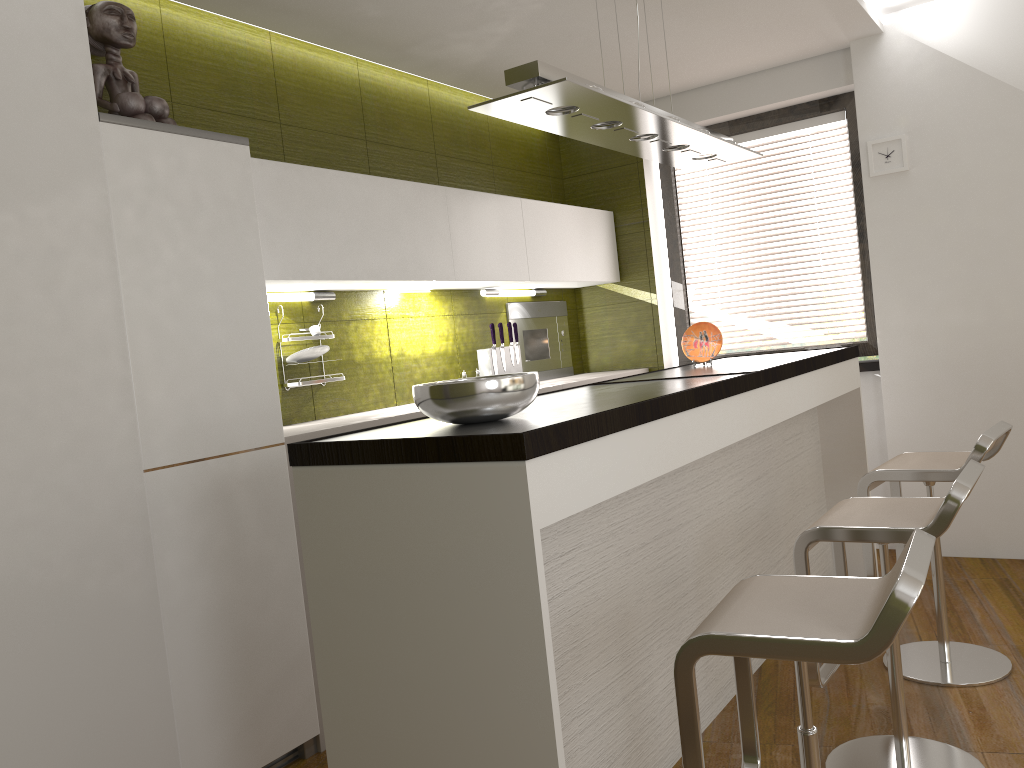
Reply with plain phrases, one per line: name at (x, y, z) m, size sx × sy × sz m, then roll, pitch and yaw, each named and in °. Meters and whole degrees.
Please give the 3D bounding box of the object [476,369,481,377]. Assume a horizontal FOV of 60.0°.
object at (-0.169, -0.020, 4.547) m, size 0.059 × 0.121 × 0.059 m, roll -6°, pitch 2°, yaw 1°

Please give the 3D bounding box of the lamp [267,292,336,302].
lamp at (-0.972, -0.345, 3.538) m, size 0.041 × 0.041 × 0.715 m, roll -5°, pitch 3°, yaw 33°

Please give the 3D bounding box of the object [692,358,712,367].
object at (0.836, -0.146, 3.879) m, size 0.088 × 0.131 × 0.072 m, roll -5°, pitch 3°, yaw 28°

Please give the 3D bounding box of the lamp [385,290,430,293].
lamp at (-0.501, -0.447, 4.286) m, size 0.008 × 0.008 × 0.334 m, roll -5°, pitch 3°, yaw 33°

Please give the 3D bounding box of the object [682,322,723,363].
object at (0.831, -0.183, 3.879) m, size 0.184 × 0.178 × 0.055 m, roll -5°, pitch 3°, yaw 30°

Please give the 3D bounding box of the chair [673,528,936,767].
chair at (0.609, 0.740, 1.747) m, size 0.460 × 0.857 × 0.418 m, roll -5°, pitch 3°, yaw 29°

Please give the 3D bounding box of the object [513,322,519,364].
object at (0.023, -0.216, 4.780) m, size 0.013 × 0.231 × 0.040 m, roll -5°, pitch 3°, yaw 34°

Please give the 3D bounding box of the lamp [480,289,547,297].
lamp at (0.019, -0.514, 5.001) m, size 0.095 × 0.041 × 0.716 m, roll -5°, pitch 3°, yaw 33°

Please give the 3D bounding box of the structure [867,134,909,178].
structure at (1.900, -1.152, 4.482) m, size 0.180 × 0.180 × 0.026 m, roll -5°, pitch 3°, yaw 33°

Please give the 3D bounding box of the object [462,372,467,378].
object at (-0.235, -0.008, 4.425) m, size 0.059 × 0.121 × 0.059 m, roll -7°, pitch 2°, yaw -11°

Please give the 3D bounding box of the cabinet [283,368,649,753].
cabinet at (-0.101, 0.595, 4.351) m, size 0.465 × 1.086 × 2.940 m, roll -5°, pitch 3°, yaw 33°

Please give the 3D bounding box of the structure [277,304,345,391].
structure at (-0.832, -0.158, 3.657) m, size 0.110 × 0.346 × 0.266 m, roll -5°, pitch 3°, yaw 33°

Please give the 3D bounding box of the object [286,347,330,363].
object at (-0.827, -0.117, 3.598) m, size 0.173 × 0.052 × 0.181 m, roll -5°, pitch 3°, yaw 33°

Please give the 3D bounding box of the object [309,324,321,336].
object at (-0.823, -0.222, 3.697) m, size 0.046 × 0.053 × 0.051 m, roll -7°, pitch 3°, yaw -25°

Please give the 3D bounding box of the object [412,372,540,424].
object at (-0.084, 0.039, 2.175) m, size 0.311 × 0.105 × 0.311 m, roll -8°, pitch 3°, yaw -43°

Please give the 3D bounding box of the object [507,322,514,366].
object at (-0.004, -0.210, 4.738) m, size 0.013 × 0.243 × 0.036 m, roll -5°, pitch 3°, yaw 34°

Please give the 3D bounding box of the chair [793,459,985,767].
chair at (1.070, 0.660, 2.453) m, size 0.460 × 0.857 × 0.418 m, roll -5°, pitch 3°, yaw 34°

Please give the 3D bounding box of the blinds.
blinds at (0.416, -3.417, 9.130) m, size 16.000 × 12.704 × 9.030 m, roll -7°, pitch 2°, yaw -17°

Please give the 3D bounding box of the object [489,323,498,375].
object at (-0.091, -0.147, 4.600) m, size 0.013 × 0.339 × 0.046 m, roll -5°, pitch 3°, yaw 34°

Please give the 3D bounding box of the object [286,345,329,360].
object at (-0.829, -0.123, 3.599) m, size 0.173 × 0.052 × 0.181 m, roll -5°, pitch 3°, yaw 33°

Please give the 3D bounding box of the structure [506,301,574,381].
structure at (0.180, -0.253, 5.273) m, size 0.015 × 0.469 × 0.663 m, roll -5°, pitch 3°, yaw 33°

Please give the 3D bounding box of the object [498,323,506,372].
object at (-0.052, -0.191, 4.664) m, size 0.013 × 0.264 × 0.042 m, roll -5°, pitch 3°, yaw 34°

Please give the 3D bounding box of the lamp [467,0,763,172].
lamp at (0.429, -1.206, 3.113) m, size 0.326 × 0.683 × 1.677 m, roll -5°, pitch 3°, yaw 33°

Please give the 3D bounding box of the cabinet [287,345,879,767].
cabinet at (0.612, 0.542, 3.149) m, size 0.663 × 1.134 × 2.947 m, roll -5°, pitch 3°, yaw 33°

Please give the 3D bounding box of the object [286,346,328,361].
object at (-0.828, -0.120, 3.599) m, size 0.173 × 0.052 × 0.181 m, roll -5°, pitch 3°, yaw 33°

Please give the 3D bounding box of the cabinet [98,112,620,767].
cabinet at (-0.403, 0.130, 4.177) m, size 0.724 × 2.089 × 3.471 m, roll -5°, pitch 3°, yaw 33°

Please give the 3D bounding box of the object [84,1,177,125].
object at (-1.263, -1.019, 2.898) m, size 0.304 × 0.488 × 0.195 m, roll -5°, pitch 3°, yaw 31°

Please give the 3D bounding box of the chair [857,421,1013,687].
chair at (1.530, 0.581, 3.158) m, size 0.460 × 0.857 × 0.418 m, roll -4°, pitch 3°, yaw 39°

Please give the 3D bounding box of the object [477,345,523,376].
object at (-0.058, -0.081, 4.714) m, size 0.107 × 0.227 × 0.293 m, roll -5°, pitch 3°, yaw 34°
